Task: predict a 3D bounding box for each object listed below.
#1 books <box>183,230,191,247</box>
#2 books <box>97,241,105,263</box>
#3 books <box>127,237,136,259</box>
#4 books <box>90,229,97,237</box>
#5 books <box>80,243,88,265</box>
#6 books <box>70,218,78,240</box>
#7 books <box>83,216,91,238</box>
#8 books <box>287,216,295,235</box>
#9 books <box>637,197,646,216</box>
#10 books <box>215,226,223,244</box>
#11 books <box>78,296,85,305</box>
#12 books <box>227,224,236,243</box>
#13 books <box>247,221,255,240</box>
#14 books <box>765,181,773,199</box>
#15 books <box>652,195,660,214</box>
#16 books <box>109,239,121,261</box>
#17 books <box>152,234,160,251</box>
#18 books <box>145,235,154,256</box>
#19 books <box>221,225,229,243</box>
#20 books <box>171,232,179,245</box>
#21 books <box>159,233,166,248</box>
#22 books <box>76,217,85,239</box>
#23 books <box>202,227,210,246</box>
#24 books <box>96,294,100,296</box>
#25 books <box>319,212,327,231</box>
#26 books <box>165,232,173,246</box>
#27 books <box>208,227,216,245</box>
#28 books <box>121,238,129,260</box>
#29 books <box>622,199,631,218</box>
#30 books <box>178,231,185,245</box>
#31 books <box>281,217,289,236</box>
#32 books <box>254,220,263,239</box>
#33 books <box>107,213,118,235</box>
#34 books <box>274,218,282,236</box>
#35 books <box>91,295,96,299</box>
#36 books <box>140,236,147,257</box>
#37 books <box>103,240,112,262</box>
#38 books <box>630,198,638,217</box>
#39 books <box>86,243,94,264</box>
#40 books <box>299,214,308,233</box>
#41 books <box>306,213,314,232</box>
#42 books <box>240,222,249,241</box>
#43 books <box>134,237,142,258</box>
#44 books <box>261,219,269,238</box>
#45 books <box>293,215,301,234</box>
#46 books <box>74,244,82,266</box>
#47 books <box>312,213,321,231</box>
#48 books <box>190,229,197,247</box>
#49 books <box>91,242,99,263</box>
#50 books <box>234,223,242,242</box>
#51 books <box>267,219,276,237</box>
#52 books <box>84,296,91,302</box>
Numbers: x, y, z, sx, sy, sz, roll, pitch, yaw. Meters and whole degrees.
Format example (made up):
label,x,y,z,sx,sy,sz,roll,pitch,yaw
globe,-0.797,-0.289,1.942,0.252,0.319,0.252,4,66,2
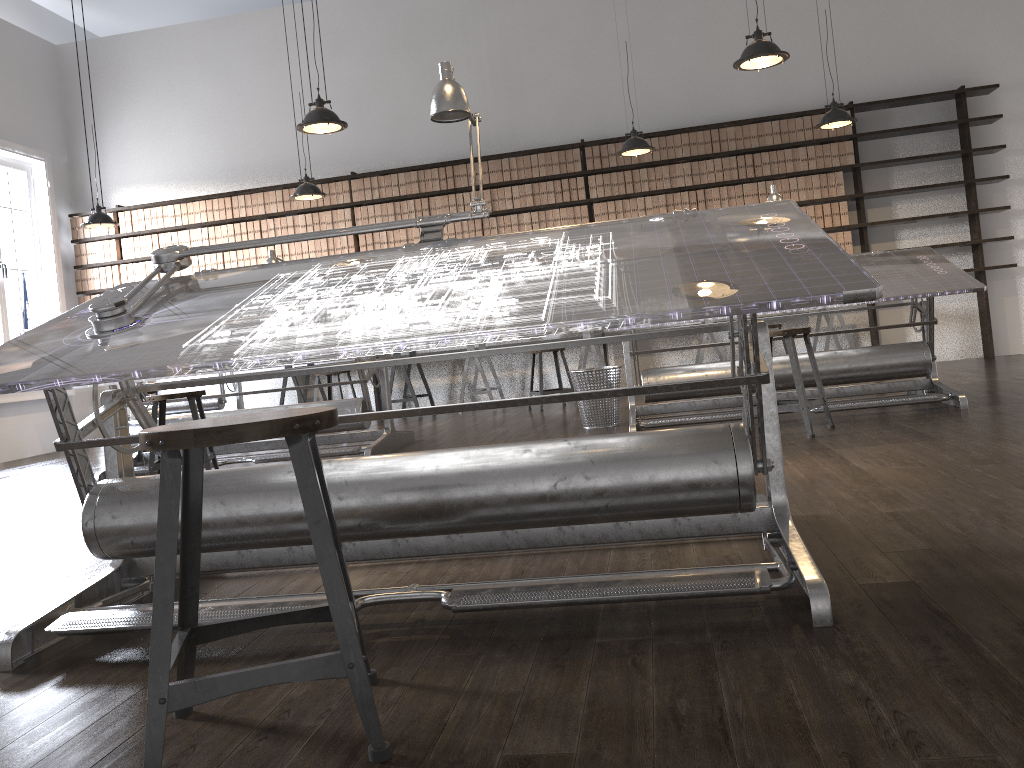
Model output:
label,x,y,z,sx,sy,sz,roll,pitch,yaw
books,-3.328,-1.477,9.200,0.067,0.226,0.175,-6,1,9
books,-4.288,-1.387,9.349,0.067,0.226,0.175,-6,1,9
books,-3.947,-1.416,9.296,0.066,0.226,0.175,-6,1,9
books,-4.382,-1.657,9.368,0.066,0.226,0.174,-6,1,9
books,-4.486,-1.368,9.381,0.067,0.226,0.175,-6,1,9
books,-4.594,-1.635,9.393,0.067,0.226,0.175,-6,1,9
books,-4.451,-1.650,9.374,0.066,0.226,0.174,-6,1,9
books,-2.222,-1.588,9.029,0.067,0.226,0.175,-6,1,9
books,1.246,-1.665,8.495,0.067,0.226,0.175,-6,1,9
books,-2.990,-1.512,9.155,0.066,0.226,0.174,-6,1,9
books,-4.509,-0.812,9.395,0.066,0.226,0.175,-6,1,9
books,-2.852,-1.525,9.126,0.066,0.226,0.175,-6,1,9
books,-2.643,-1.546,9.100,0.066,0.225,0.175,-6,1,9
books,2.418,-1.782,8.316,0.066,0.226,0.174,-6,1,9
books,1.380,-1.678,8.478,0.066,0.225,0.175,-6,1,9
books,-4.151,-1.401,9.333,0.066,0.226,0.174,-6,1,9
books,-3.677,-1.443,9.255,0.067,0.226,0.175,-6,1,9
books,-3.749,-1.436,9.272,0.066,0.225,0.175,-6,1,9
books,-2.922,-1.518,9.140,0.066,0.226,0.174,-6,1,9
books,-3.463,-1.464,9.227,0.066,0.226,0.174,-6,1,9
books,-3.602,-1.450,9.249,0.066,0.226,0.175,-6,1,9
books,-4.523,-1.642,9.382,0.066,0.226,0.175,-6,1,9
books,-3.129,-1.498,9.170,0.067,0.226,0.175,-6,1,9
books,-4.299,-0.833,9.360,0.066,0.225,0.175,-6,1,9
books,-1.885,-1.622,8.983,0.066,0.226,0.174,-6,1,9
books,-3.533,-1.457,9.234,0.066,0.226,0.174,-6,1,9
books,-3.059,-1.505,9.163,0.066,0.226,0.175,-6,1,9
books,-4.018,-1.409,9.310,0.066,0.226,0.174,-6,1,9
books,1.109,-1.651,8.522,0.066,0.226,0.174,-6,1,9
books,-3.393,-1.471,9.216,0.066,0.226,0.175,-6,1,9
books,-2.287,-1.582,9.045,0.066,0.226,0.175,-6,1,9
books,-2.571,-1.553,9.084,0.067,0.226,0.175,-6,1,9
books,-4.174,-1.677,9.331,0.066,0.225,0.175,-6,1,9
books,-2.357,-1.575,9.056,0.066,0.226,0.174,-6,1,9
books,-4.363,-0.826,9.372,0.066,0.225,0.175,-6,1,9
books,-3.813,-1.429,9.279,0.066,0.225,0.175,-6,1,9
books,-4.221,-1.394,9.344,0.066,0.226,0.175,-6,1,9
books,1.178,-1.658,8.510,0.066,0.226,0.175,-6,1,9
books,-4.415,-1.375,9.371,0.066,0.225,0.175,-6,1,9
books,-2.094,-1.601,9.012,0.066,0.225,0.175,-6,1,9
books,-2.023,-1.608,8.999,0.067,0.226,0.175,-6,1,9
books,-2.718,-1.539,9.110,0.066,0.225,0.175,-6,1,9
books,-3.876,-1.423,9.285,0.067,0.226,0.175,-6,1,9
books,-2.497,-1.561,9.078,0.066,0.226,0.175,-6,1,9
books,-2.156,-1.595,9.023,0.066,0.225,0.175,-6,1,9
books,-4.555,-1.361,9.395,0.066,0.226,0.175,-6,1,9
books,-1.954,-1.615,8.992,0.066,0.226,0.175,-6,1,9
books,-3.261,-1.484,9.194,0.066,0.225,0.175,-6,1,9
books,-4.353,-1.381,9.363,0.066,0.225,0.175,-6,1,9
books,-2.781,-1.532,9.115,0.067,0.226,0.175,-6,1,9
books,-2.427,-1.568,9.062,0.066,0.226,0.174,-6,1,9
books,-4.436,-0.819,9.378,0.067,0.226,0.175,-6,1,9
